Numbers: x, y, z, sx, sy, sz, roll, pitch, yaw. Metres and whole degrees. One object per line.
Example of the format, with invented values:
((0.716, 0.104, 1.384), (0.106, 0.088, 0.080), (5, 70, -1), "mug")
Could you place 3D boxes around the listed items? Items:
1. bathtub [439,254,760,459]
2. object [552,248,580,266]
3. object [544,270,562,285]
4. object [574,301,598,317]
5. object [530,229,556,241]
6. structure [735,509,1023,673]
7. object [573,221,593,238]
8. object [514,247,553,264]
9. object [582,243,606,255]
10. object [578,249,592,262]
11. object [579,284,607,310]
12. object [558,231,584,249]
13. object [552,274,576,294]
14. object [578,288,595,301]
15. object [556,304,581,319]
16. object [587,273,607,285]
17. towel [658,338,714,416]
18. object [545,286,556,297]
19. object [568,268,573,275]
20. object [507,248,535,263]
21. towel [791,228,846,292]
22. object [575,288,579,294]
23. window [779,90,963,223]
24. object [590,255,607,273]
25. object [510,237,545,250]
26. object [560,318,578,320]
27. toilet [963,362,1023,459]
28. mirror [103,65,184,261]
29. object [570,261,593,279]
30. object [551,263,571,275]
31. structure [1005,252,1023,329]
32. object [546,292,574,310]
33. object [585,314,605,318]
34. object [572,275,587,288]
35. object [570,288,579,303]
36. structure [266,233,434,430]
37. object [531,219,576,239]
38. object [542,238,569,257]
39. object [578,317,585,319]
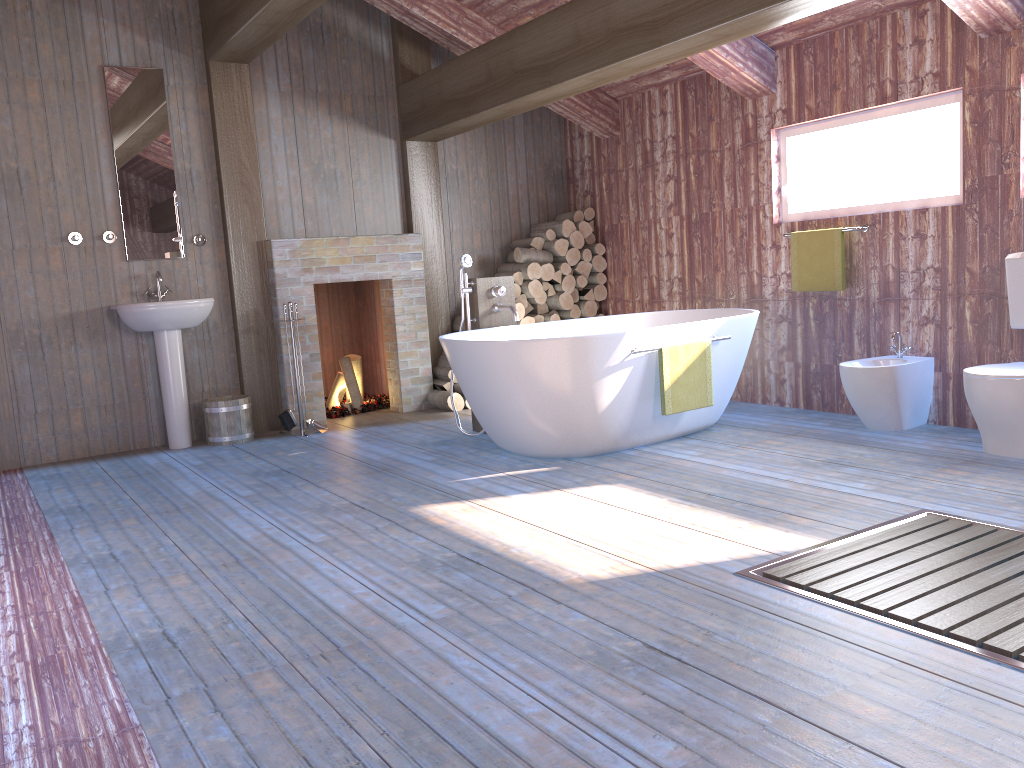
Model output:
((0.548, -0.236, 5.034), (1.935, 1.109, 1.460), (-5, 7, -10), "bathtub")
((0.362, -1.001, 7.100), (0.143, 0.151, 0.440), (-8, 9, -31), "object")
((0.233, -0.833, 7.027), (0.109, 0.124, 0.424), (-9, 9, -32), "object")
((0.506, -0.612, 7.232), (0.137, 0.133, 0.437), (-9, 9, -33), "object")
((0.245, -1.170, 6.998), (0.094, 0.097, 0.227), (-8, 8, -31), "object")
((1.384, 0.591, 2.624), (1.000, 0.067, 1.000), (-8, 9, -32), "structure")
((0.461, -1.232, 7.167), (0.133, 0.142, 0.456), (-8, 8, -30), "object")
((0.166, -0.984, 6.854), (0.302, 0.157, 0.121), (-8, 8, -31), "object")
((0.588, -1.091, 7.234), (0.102, 0.109, 0.438), (-8, 9, -31), "object")
((0.480, -1.031, 7.169), (0.089, 0.106, 0.437), (-8, 8, -30), "object")
((0.597, -0.696, 7.285), (0.137, 0.256, 0.439), (-8, 9, -31), "object")
((0.386, -1.141, 7.103), (0.141, 0.143, 0.437), (-9, 9, -33), "object")
((0.329, -0.790, 7.096), (0.136, 0.157, 0.439), (-8, 8, -31), "object")
((0.503, -0.727, 7.211), (0.115, 0.112, 0.423), (-8, 9, -31), "object")
((0.418, -0.584, 7.140), (0.114, 0.113, 0.301), (-9, 9, -34), "object")
((0.600, -0.861, 7.261), (0.102, 0.109, 0.438), (-8, 9, -31), "object")
((0.906, -0.040, 4.599), (0.370, 0.361, 0.032), (-9, 9, -35), "towel")
((0.239, -0.744, 7.047), (0.085, 0.096, 0.280), (-8, 8, -31), "object")
((0.379, -0.875, 7.094), (0.095, 0.090, 0.278), (-8, 8, -30), "object")
((0.082, -1.006, 7.033), (0.113, 0.130, 0.291), (-8, 8, -31), "object")
((1.808, -0.730, 5.253), (0.032, 0.361, 0.370), (-8, 9, -31), "towel")
((0.460, -0.746, 7.167), (0.065, 0.069, 0.177), (-9, 9, -32), "object")
((2.037, -1.266, 5.082), (0.054, 0.587, 1.255), (-8, 8, -31), "window")
((0.583, -0.978, 7.245), (0.147, 0.152, 0.439), (-8, 9, -31), "object")
((0.120, -1.097, 7.052), (0.140, 0.121, 0.319), (-8, 8, -30), "object")
((0.429, -0.477, 7.151), (0.116, 0.117, 0.289), (-9, 9, -34), "object")
((2.319, 0.123, 4.055), (0.534, 0.400, 0.375), (-8, 8, -31), "toilet")
((-2.335, -1.396, 5.644), (0.350, 1.199, 0.009), (-8, 9, -32), "mirror")
((0.445, -0.914, 7.193), (0.172, 0.151, 0.482), (-8, 8, -30), "object")
((0.303, -0.914, 7.064), (0.102, 0.109, 0.438), (-8, 9, -31), "object")
((2.518, -0.440, 4.127), (0.182, 0.363, 0.358), (-8, 8, -31), "structure")
((0.301, -0.661, 7.089), (0.141, 0.143, 0.437), (-9, 9, -33), "object")
((0.594, -0.511, 7.313), (0.139, 0.137, 0.455), (-9, 9, -33), "object")
((0.437, -0.827, 7.159), (0.102, 0.109, 0.438), (-8, 9, -31), "object")
((0.404, -0.711, 7.133), (0.111, 0.118, 0.302), (-9, 9, -32), "object")
((-1.153, -0.392, 6.397), (1.130, 1.330, 0.226), (-8, 9, -32), "structure")
((0.327, -1.227, 7.080), (0.135, 0.139, 0.456), (-8, 8, -30), "object")
((0.264, -1.079, 7.051), (0.139, 0.148, 0.458), (-8, 9, -31), "object")
((0.455, -0.501, 7.319), (0.118, 0.106, 0.319), (-9, 9, -34), "object")
